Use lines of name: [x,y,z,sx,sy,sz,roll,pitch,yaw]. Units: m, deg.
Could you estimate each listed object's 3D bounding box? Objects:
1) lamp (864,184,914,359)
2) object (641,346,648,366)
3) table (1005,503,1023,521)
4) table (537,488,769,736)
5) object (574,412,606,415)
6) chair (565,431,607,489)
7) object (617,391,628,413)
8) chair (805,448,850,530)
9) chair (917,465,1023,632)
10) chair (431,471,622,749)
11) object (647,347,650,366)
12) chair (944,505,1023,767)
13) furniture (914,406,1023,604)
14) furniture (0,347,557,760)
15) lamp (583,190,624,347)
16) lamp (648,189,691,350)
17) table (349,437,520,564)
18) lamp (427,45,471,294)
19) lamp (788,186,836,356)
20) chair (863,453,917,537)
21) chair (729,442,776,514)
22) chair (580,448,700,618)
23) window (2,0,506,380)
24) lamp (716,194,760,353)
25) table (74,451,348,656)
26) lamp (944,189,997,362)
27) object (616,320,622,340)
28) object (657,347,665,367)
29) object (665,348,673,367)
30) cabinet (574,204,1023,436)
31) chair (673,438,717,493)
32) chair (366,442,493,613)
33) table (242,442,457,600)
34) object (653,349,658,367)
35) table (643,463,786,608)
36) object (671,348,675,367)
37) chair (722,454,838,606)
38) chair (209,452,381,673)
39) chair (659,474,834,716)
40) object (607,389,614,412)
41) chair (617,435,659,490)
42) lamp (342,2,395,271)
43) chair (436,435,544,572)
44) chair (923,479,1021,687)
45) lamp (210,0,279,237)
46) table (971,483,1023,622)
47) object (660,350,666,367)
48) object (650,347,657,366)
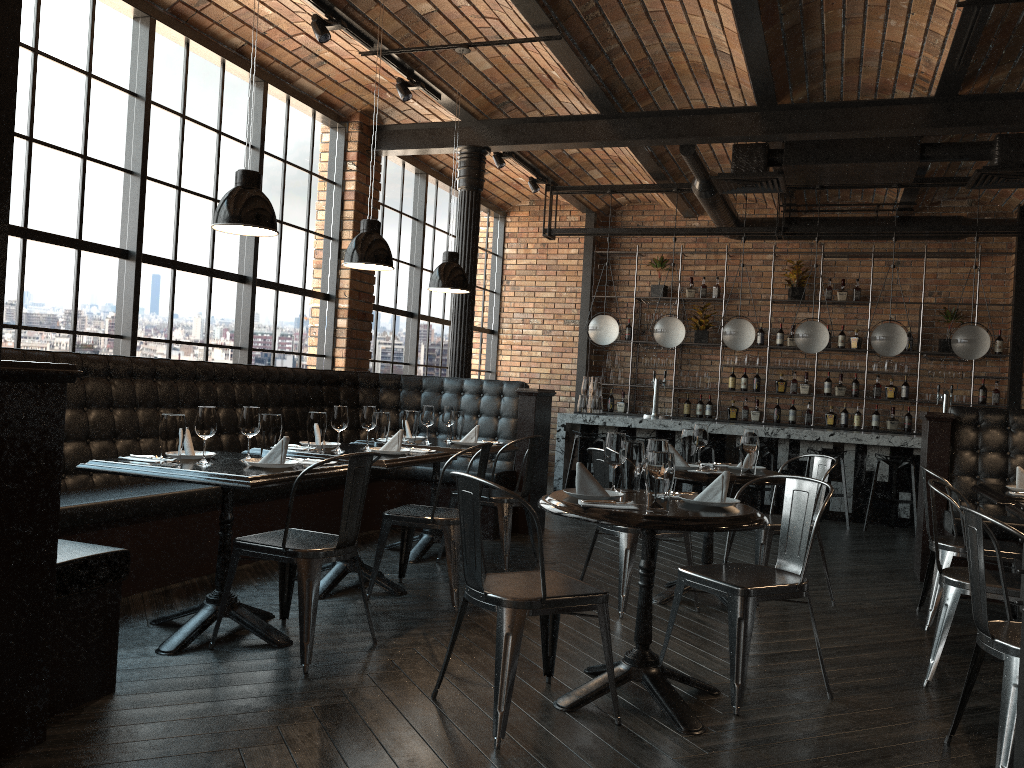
lamp: [3.810,-1.126,8.872,0.340,1.754,0.340,3,0,-24]
object: [1.713,-0.359,11.425,0.092,0.244,0.092,3,0,26]
table: [2.585,0.947,3.660,0.872,0.758,0.872,3,0,20]
table: [0.509,0.826,3.391,0.866,0.758,0.866,3,0,-16]
object: [0.879,0.329,9.994,0.273,0.019,0.437,3,0,20]
chair: [0.811,0.864,9.388,0.475,0.737,0.414,3,0,10]
object: [1.449,0.235,11.590,0.123,0.279,0.123,3,0,34]
chair: [3.022,0.992,8.584,0.475,0.737,0.414,3,0,15]
chair: [2.508,0.895,4.830,0.558,0.857,0.504,3,0,20]
chair: [0.052,0.748,3.176,0.558,0.857,0.504,3,0,-30]
object: [1.769,-0.355,11.580,0.092,0.244,0.092,3,0,26]
chair: [1.736,0.846,2.843,0.558,0.857,0.504,3,0,10]
furniture: [2.925,0.740,3.555,1.979,1.212,5.451,3,0,20]
furniture: [-1.515,0.484,5.174,1.979,1.212,5.451,3,0,20]
lamp: [1.060,-1.285,9.873,0.340,1.754,0.340,3,0,-24]
lamp: [1.747,-1.245,9.623,0.340,1.754,0.340,3,0,-24]
table: [-0.521,0.770,5.980,0.872,0.758,0.872,3,0,20]
lamp: [-0.378,-1.453,5.989,0.291,1.653,0.291,3,0,-25]
lamp: [3.123,-1.166,9.122,0.340,1.754,0.340,3,0,-24]
chair: [3.603,1.025,8.372,0.475,0.737,0.414,3,0,25]
chair: [2.421,0.957,8.802,0.475,0.737,0.414,3,0,30]
chair: [0.691,0.789,4.896,0.558,0.857,0.504,3,0,-25]
window: [-3.009,-0.876,4.433,0.168,3.253,16.179,3,0,20]
lamp: [2.435,-1.205,9.372,0.340,1.754,0.340,3,0,-24]
table: [-1.269,0.723,3.918,0.872,0.758,0.872,3,0,20]
lamp: [4.498,-1.086,8.622,0.340,1.754,0.340,3,0,-24]
object: [1.377,-0.704,11.638,0.123,0.279,0.123,3,0,9]
object: [1.909,-0.347,11.354,0.092,0.244,0.092,3,0,26]
object: [2.006,-0.342,11.318,0.092,0.244,0.092,3,0,26]
cabinet: [2.498,-0.494,11.199,7.075,3.779,0.564,3,0,20]
chair: [1.876,0.926,9.001,0.475,0.737,0.414,3,0,15]
chair: [-0.415,0.724,4.799,0.558,0.857,0.504,3,0,15]
table: [-0.897,0.747,4.943,0.872,0.758,0.872,3,0,20]
object: [1.872,-0.349,11.543,0.092,0.244,0.092,3,0,26]
table: [1.135,0.865,5.116,0.866,0.758,0.866,3,0,-16]
object: [2.063,-0.338,11.473,0.092,0.244,0.092,3,0,26]
chair: [1.616,0.844,5.330,0.558,0.857,0.504,3,0,-15]
chair: [-0.885,0.695,3.779,0.558,0.857,0.504,3,0,25]
chair: [0.971,0.803,3.609,0.558,0.857,0.504,3,0,-30]
object: [1.299,0.216,11.633,0.086,0.297,0.086,3,0,-36]
chair: [1.347,0.895,9.193,0.475,0.737,0.414,3,0,25]
lamp: [-0.754,-1.476,4.953,0.291,1.653,0.291,3,0,45]
chair: [-0.114,0.744,5.799,0.558,0.857,0.504,3,0,25]
chair: [2.084,0.868,3.835,0.558,0.857,0.504,3,0,30]
lamp: [-1.130,-1.500,3.917,0.291,1.653,0.291,3,0,-5]
table: [2.961,0.971,4.697,0.872,0.758,0.872,3,0,20]
object: [1.965,-0.344,11.509,0.092,0.244,0.092,3,0,26]
object: [1.816,-0.353,11.388,0.092,0.244,0.092,3,0,26]
